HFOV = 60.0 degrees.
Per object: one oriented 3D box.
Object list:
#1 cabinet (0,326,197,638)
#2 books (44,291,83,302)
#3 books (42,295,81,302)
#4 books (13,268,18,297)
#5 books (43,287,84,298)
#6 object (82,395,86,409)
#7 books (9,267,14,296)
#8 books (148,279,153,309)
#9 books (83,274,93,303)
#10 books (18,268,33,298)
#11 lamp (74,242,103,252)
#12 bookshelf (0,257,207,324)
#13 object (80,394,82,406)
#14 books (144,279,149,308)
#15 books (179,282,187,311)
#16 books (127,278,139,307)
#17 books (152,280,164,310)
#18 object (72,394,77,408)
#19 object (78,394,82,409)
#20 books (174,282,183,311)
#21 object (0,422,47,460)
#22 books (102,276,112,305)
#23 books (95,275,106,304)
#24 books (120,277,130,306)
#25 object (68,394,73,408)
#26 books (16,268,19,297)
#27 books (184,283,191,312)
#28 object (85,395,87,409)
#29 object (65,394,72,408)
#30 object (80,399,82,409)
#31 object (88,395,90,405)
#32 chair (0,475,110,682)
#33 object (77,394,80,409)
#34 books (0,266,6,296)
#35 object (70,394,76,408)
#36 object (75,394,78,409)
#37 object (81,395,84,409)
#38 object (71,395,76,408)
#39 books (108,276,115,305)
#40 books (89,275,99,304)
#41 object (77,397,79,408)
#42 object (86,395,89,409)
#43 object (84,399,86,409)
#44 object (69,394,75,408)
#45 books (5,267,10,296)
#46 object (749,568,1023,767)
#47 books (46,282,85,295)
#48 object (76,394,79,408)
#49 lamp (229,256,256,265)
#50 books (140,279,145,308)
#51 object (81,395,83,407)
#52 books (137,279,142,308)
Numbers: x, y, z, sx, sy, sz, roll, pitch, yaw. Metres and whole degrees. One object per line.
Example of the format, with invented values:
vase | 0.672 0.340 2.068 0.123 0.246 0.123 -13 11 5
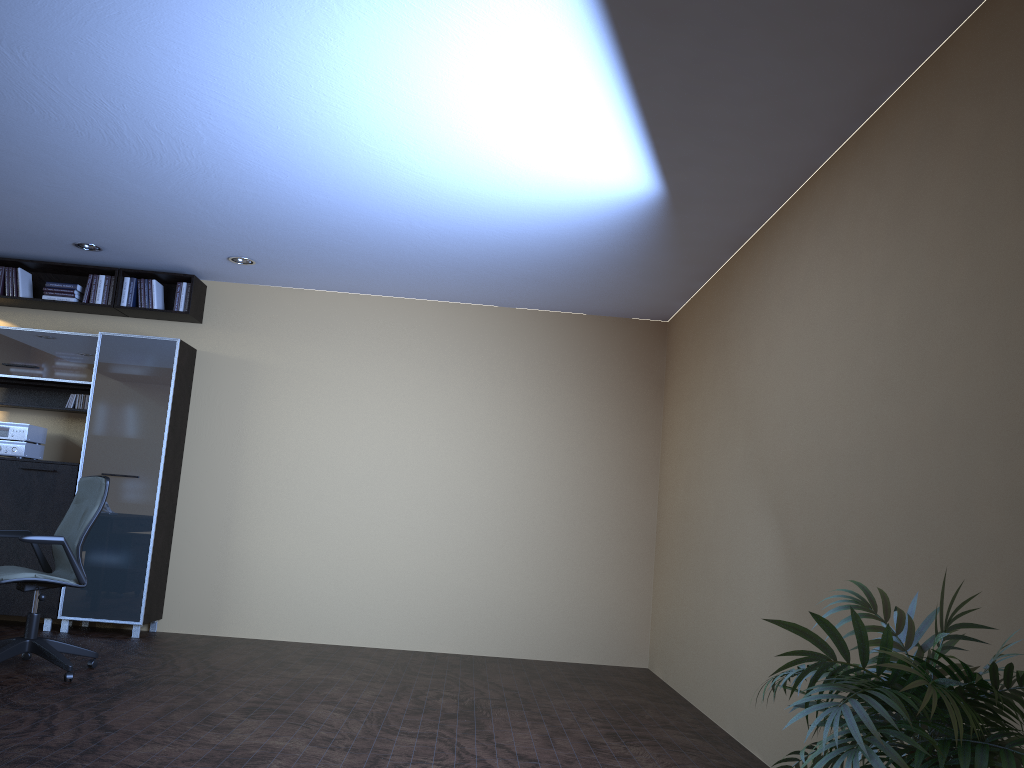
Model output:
cabinet | -4.752 0.679 7.235 3.876 2.391 0.492 5 -8 -2
books | -3.790 -0.737 7.519 0.258 0.031 0.208 5 -9 -2
books | -3.805 -0.695 7.520 0.258 0.050 0.208 5 -9 -3
books | -4.163 -0.830 7.509 0.072 0.257 0.208 5 -8 -2
books | -3.800 -0.769 7.522 0.258 0.031 0.208 5 -9 -3
object | -3.582 0.161 7.476 0.009 0.120 0.143 5 -8 -2
books | -4.195 -0.834 7.512 0.075 0.259 0.208 5 -8 -2
books | -3.043 -0.736 7.545 0.075 0.259 0.208 5 -8 -2
books | -3.567 -0.780 7.532 0.055 0.259 0.208 5 -8 -2
books | -4.117 -0.829 7.501 0.072 0.257 0.208 5 -8 -2
lamp | -3.345 -1.128 7.022 0.209 0.096 0.209 6 -9 -8
bookshelf | -5.233 -0.941 7.489 5.125 0.339 0.363 5 -8 -2
object | -3.611 0.158 7.472 0.009 0.124 0.142 5 -8 -2
books | -3.075 -0.738 7.547 0.075 0.259 0.208 5 -8 -1
books | -2.776 -0.713 7.558 0.036 0.257 0.208 5 -8 -2
books | -3.202 -0.750 7.538 0.050 0.257 0.208 5 -8 -2
books | -3.012 -0.734 7.545 0.075 0.259 0.208 5 -8 -3
object | -3.663 0.155 7.480 0.030 0.119 0.143 5 -8 -2
object | -3.612 0.157 7.469 0.009 0.120 0.143 5 -8 -2
books | -2.822 -0.715 7.567 0.050 0.257 0.208 5 -8 -3
object | -4.123 0.465 7.260 0.430 0.281 0.364 5 -9 -2
books | -3.409 -0.767 7.534 0.050 0.257 0.208 5 -8 -2
books | -3.461 -0.772 7.531 0.050 0.257 0.208 5 -8 -2
books | -3.254 -0.755 7.536 0.050 0.257 0.208 5 -8 -2
object | -3.694 0.153 7.480 0.030 0.119 0.143 5 -8 -2
books | -4.142 -0.828 7.526 0.072 0.257 0.208 5 -8 -2
books | -2.731 -0.709 7.560 0.050 0.257 0.208 5 -8 -2
object | -3.562 0.163 7.476 0.009 0.120 0.143 5 -8 -2
object | -3.709 0.153 7.479 0.040 0.118 0.143 5 -8 -2
object | -3.603 0.160 7.484 0.009 0.120 0.143 5 -8 -2
object | -3.543 0.165 7.483 0.006 0.118 0.140 5 -8 -2
chair | -2.872 1.147 5.470 0.833 1.211 0.771 -3 -11 44
object | -3.622 0.158 7.478 0.009 0.120 0.143 5 -8 -2
books | -4.291 -0.842 7.511 0.050 0.257 0.208 5 -8 -2
object | -3.674 0.155 7.481 0.030 0.119 0.143 5 -8 -2
object | -3.643 0.157 7.480 0.009 0.120 0.143 5 -8 -2
object | -3.592 0.160 7.478 0.009 0.120 0.143 5 -8 -2
object | -3.663 0.154 7.472 0.026 0.117 0.140 5 -8 -2
books | -3.357 -0.763 7.534 0.050 0.257 0.208 5 -8 -2
books | -3.513 -0.775 7.537 0.050 0.257 0.208 5 -8 -2
object | -3.633 0.158 7.482 0.009 0.120 0.143 5 -8 -2
object | -3.552 0.163 7.473 0.009 0.120 0.143 5 -8 -2
object | -3.573 0.163 7.487 0.006 0.118 0.140 5 -8 -2
object | -3.684 0.154 7.480 0.030 0.119 0.143 5 -8 -2
books | -4.227 -0.837 7.511 0.075 0.259 0.208 5 -8 -1
object | 0.787 0.971 1.699 0.669 1.233 0.765 2 -9 21
books | -3.775 -0.809 7.521 0.258 0.050 0.208 5 -9 -2
object | -3.633 0.157 7.475 0.006 0.118 0.140 5 -8 -2
lamp | -2.144 -1.025 7.067 0.209 0.096 0.209 2 -9 16
books | -3.107 -0.742 7.542 0.075 0.259 0.208 5 -8 -2
object | -3.592 0.159 7.467 0.006 0.118 0.140 5 -8 -2
books | -3.139 -0.741 7.562 0.075 0.259 0.208 5 -8 -2
